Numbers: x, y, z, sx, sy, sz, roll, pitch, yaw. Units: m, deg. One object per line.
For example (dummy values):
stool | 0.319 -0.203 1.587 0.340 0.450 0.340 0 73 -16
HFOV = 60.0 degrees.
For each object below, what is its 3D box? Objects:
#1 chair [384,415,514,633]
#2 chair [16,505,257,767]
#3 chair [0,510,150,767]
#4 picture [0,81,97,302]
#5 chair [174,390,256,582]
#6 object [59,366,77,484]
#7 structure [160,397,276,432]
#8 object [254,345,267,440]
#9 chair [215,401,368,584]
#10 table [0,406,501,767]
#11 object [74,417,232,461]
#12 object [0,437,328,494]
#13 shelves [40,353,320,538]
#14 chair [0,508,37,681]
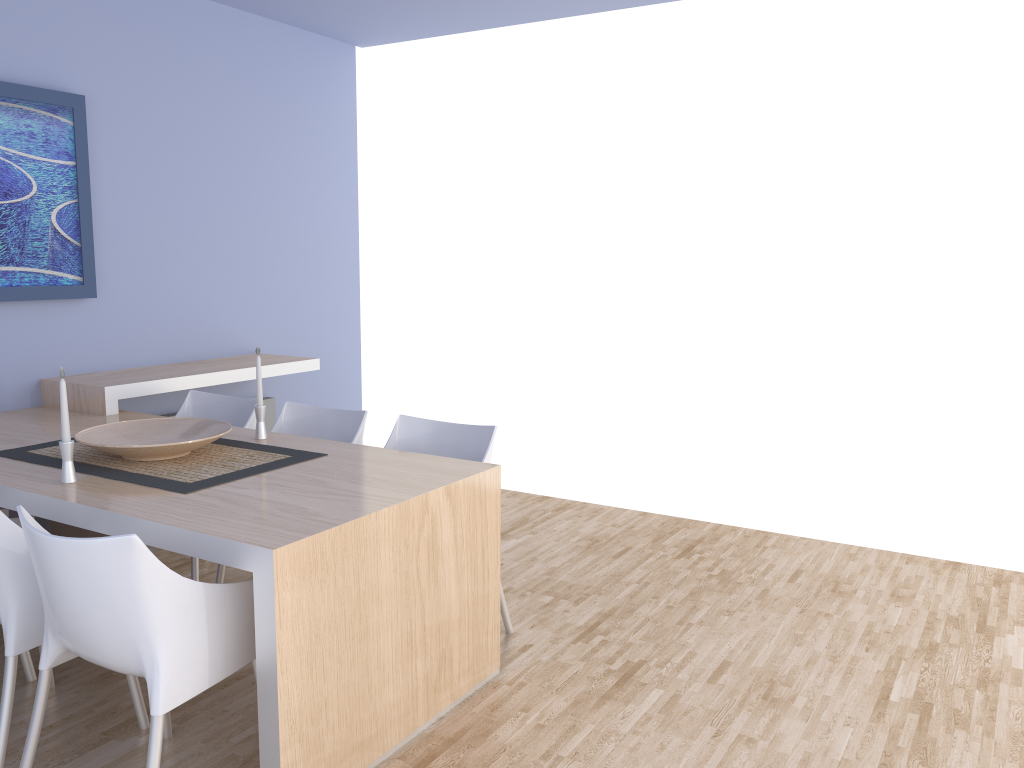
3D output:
chair | -0.329 0.545 3.193 0.510 0.793 0.486 5 9 30
chair | -0.916 0.680 2.217 0.510 0.793 0.486 5 9 30
chair | -1.409 0.635 2.507 0.510 0.793 0.486 5 9 30
picture | -2.251 -0.771 3.503 0.049 0.901 1.252 5 9 30
chair | -1.345 0.454 3.792 0.510 0.793 0.486 5 9 30
object | -1.319 0.118 2.618 0.045 0.349 0.045 -2 8 -17
structure | -2.368 0.550 3.503 0.064 0.503 3.843 5 9 30
object | -0.930 0.029 3.264 0.045 0.349 0.045 5 9 30
chair | -0.841 0.499 3.494 0.510 0.793 0.486 5 9 31
table | -1.300 0.588 3.107 2.340 0.718 1.002 5 9 30
object | -1.205 0.197 3.002 0.493 0.081 0.493 -7 11 -40
object | -1.201 0.238 3.010 0.986 0.005 0.594 5 9 30
shelves | -2.246 0.488 3.343 0.463 0.840 3.901 5 9 30
chair | -1.903 0.591 2.798 0.510 0.793 0.486 5 9 30
